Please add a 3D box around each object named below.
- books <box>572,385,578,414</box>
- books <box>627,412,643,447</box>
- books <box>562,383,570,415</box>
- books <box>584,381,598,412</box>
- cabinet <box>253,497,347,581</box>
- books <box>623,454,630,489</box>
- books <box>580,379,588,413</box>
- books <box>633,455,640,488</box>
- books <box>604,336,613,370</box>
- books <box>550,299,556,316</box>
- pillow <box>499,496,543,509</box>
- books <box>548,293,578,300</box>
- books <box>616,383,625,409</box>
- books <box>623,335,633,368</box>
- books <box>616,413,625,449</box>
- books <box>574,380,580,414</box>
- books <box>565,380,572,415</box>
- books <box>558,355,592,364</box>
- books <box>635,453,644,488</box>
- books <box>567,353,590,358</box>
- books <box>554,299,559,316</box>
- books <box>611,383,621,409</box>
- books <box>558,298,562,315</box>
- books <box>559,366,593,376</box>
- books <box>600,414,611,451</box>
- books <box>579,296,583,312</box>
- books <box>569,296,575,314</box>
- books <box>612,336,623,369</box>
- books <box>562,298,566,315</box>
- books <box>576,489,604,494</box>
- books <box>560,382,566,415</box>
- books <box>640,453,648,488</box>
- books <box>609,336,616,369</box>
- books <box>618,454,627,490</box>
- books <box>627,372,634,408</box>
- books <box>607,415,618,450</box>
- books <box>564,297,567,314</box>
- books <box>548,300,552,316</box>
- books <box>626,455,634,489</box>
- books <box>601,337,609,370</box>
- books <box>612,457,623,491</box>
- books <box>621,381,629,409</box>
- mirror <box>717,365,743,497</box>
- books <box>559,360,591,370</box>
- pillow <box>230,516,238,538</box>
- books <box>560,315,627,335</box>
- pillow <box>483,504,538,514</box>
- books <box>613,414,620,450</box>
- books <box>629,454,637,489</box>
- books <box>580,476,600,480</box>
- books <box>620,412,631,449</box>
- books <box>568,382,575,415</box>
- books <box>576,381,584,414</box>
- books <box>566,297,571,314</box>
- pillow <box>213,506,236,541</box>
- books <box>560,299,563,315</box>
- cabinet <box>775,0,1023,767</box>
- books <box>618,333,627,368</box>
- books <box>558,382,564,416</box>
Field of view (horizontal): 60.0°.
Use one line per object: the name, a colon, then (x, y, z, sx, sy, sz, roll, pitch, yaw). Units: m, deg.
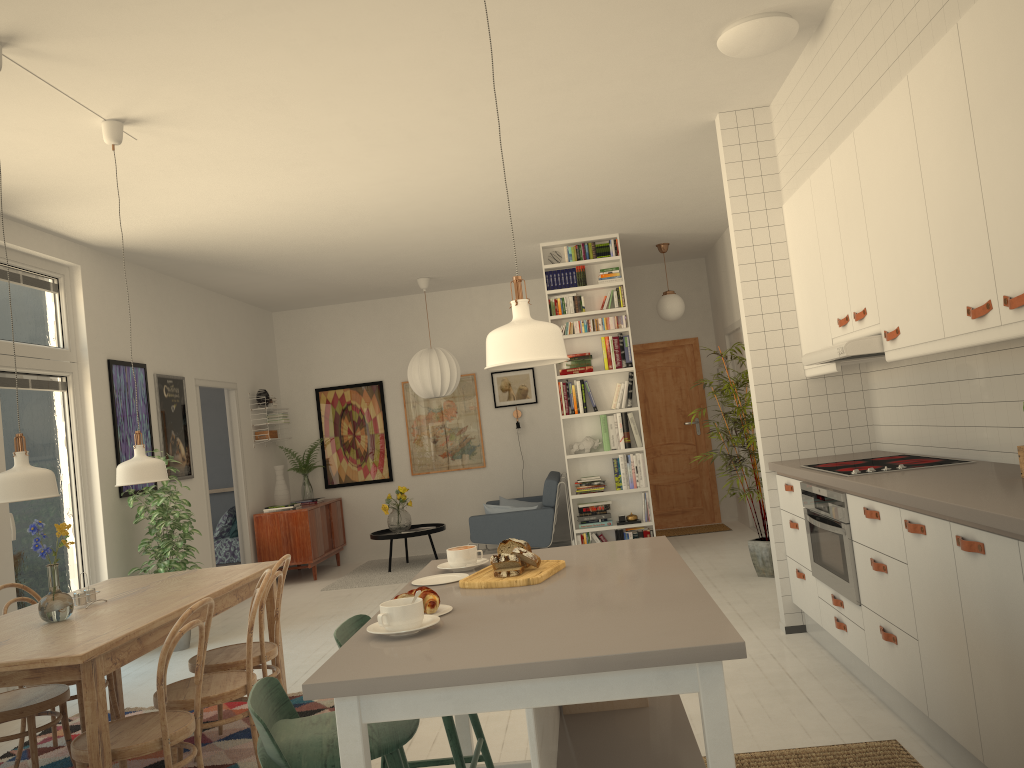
books: (0.568, 0.145, 8.002, 0.024, 0.260, 0.199, -7, -3, 4)
books: (1.099, 0.412, 7.967, 0.099, 0.316, 0.228, -7, -3, 4)
books: (0.489, 0.138, 8.017, 0.032, 0.291, 0.203, -7, -3, 4)
books: (0.711, 0.113, 7.999, 0.093, 0.288, 0.200, -7, -3, 4)
cabinet: (-2.181, 1.636, 9.291, 0.546, 0.727, 1.262, -7, -3, 4)
books: (1.023, 0.782, 7.963, 0.027, 0.311, 0.228, -7, -3, 4)
books: (0.646, 0.112, 7.993, 0.033, 0.306, 0.150, -7, -3, 4)
books: (1.106, 0.781, 7.934, 0.022, 0.291, 0.208, -7, -3, 4)
books: (0.873, -0.271, 8.020, 0.039, 0.302, 0.199, -7, -3, 4)
books: (0.376, -0.684, 8.058, 0.034, 0.162, 0.197, -7, -3, 4)
pillow: (0.092, 1.313, 9.479, 0.539, 0.277, 0.157, -7, -3, 5)
books: (0.474, -0.786, 8.068, 0.255, 0.022, 0.189, -7, -3, 14)
books: (0.971, 0.110, 7.967, 0.105, 0.225, 0.138, -7, -3, 4)
books: (1.041, -0.285, 7.995, 0.054, 0.289, 0.179, -7, -3, 4)
books: (0.973, 0.423, 7.974, 0.037, 0.324, 0.240, -7, -3, 4)
books: (0.589, 0.122, 8.018, 0.020, 0.304, 0.193, -7, -3, 4)
books: (0.513, 0.122, 8.016, 0.021, 0.317, 0.179, -7, -3, 4)
books: (0.571, -0.221, 8.046, 0.314, 0.035, 0.205, -7, -3, 4)
books: (1.135, 0.769, 7.922, 0.037, 0.308, 0.161, -7, -3, 4)
books: (0.559, -0.250, 8.040, 0.266, 0.026, 0.203, -6, -3, -7)
books: (0.408, -0.683, 8.059, 0.030, 0.149, 0.202, -7, -3, 4)
books: (0.935, 0.112, 7.962, 0.115, 0.232, 0.133, -7, -3, 4)
books: (0.435, -0.689, 8.052, 0.023, 0.152, 0.199, -7, -3, 4)
books: (0.582, -0.113, 8.018, 0.300, 0.056, 0.202, -7, -3, 4)
books: (0.836, 0.438, 7.976, 0.056, 0.328, 0.228, -7, -3, 4)
books: (0.628, -0.714, 8.043, 0.016, 0.158, 0.146, -7, -3, 4)
books: (0.543, -0.702, 8.053, 0.035, 0.158, 0.199, -7, -3, 4)
books: (0.948, -0.275, 8.003, 0.059, 0.291, 0.182, -7, -3, 4)
books: (0.473, -0.695, 8.065, 0.024, 0.155, 0.188, -7, -3, 4)
books: (0.693, 0.958, 7.942, 0.246, 0.014, 0.172, -7, -3, 3)
books: (0.464, 0.136, 8.026, 0.015, 0.301, 0.207, -7, -3, 4)
books: (1.173, 0.768, 7.949, 0.039, 0.303, 0.229, -7, -3, 4)
books: (0.905, -0.274, 8.013, 0.029, 0.301, 0.185, -7, -3, 4)
books: (0.991, 0.785, 7.962, 0.037, 0.312, 0.241, -7, -3, 4)
books: (1.062, 0.055, 7.978, 0.092, 0.319, 0.179, -7, -3, 4)
books: (0.898, 0.441, 7.975, 0.065, 0.311, 0.199, -7, -3, 4)
books: (0.490, -0.696, 8.048, 0.012, 0.155, 0.208, -7, -3, 4)
books: (0.351, -0.679, 8.084, 0.019, 0.156, 0.205, -7, -3, 4)
books: (1.052, 0.784, 7.920, 0.035, 0.304, 0.150, -7, -3, 4)
books: (0.838, -0.269, 8.029, 0.032, 0.300, 0.200, -7, -3, 4)
books: (0.945, 0.804, 7.954, 0.057, 0.284, 0.200, -7, -3, 4)
books: (1.015, 0.099, 7.987, 0.092, 0.244, 0.196, -7, -3, 4)
mirror: (2.299, 0.496, 9.354, 0.029, 1.371, 0.500, -7, -3, 4)
books: (0.574, -0.171, 8.031, 0.268, 0.064, 0.128, -5, -3, -26)
pillow: (-2.825, 1.462, 9.552, 0.237, 0.385, 0.767, -7, -3, 2)
books: (0.701, -0.513, 8.040, 0.664, 0.110, 0.278, -7, -3, 4)
pillow: (-0.009, 1.251, 8.209, 0.533, 0.354, 0.141, -7, -3, 4)
books: (0.942, 0.429, 7.990, 0.023, 0.321, 0.235, -7, -3, 4)
books: (1.083, 0.777, 7.950, 0.025, 0.306, 0.213, -7, -3, 4)
books: (0.699, 0.842, 7.947, 0.166, 0.019, 0.127, -6, -3, -3)
books: (1.020, 0.415, 7.966, 0.056, 0.328, 0.202, -7, -3, 4)
books: (0.540, 0.133, 8.011, 0.030, 0.289, 0.200, -7, -3, 4)
books: (0.614, 0.123, 8.002, 0.032, 0.291, 0.189, -7, -3, 4)
books: (0.512, -0.700, 8.063, 0.028, 0.160, 0.222, -7, -3, 4)
pillow: (-2.998, 1.460, 9.353, 0.237, 0.338, 0.437, -7, -3, 2)
books: (0.454, -0.689, 8.065, 0.013, 0.149, 0.208, -7, -3, 4)
cabinet: (0.357, 0.115, 2.522, 2.853, 2.160, 4.843, -7, -3, 4)
books: (0.993, -0.293, 8.000, 0.039, 0.317, 0.161, -7, -3, 4)
books: (0.447, 0.138, 8.033, 0.021, 0.302, 0.222, -7, -3, 4)
